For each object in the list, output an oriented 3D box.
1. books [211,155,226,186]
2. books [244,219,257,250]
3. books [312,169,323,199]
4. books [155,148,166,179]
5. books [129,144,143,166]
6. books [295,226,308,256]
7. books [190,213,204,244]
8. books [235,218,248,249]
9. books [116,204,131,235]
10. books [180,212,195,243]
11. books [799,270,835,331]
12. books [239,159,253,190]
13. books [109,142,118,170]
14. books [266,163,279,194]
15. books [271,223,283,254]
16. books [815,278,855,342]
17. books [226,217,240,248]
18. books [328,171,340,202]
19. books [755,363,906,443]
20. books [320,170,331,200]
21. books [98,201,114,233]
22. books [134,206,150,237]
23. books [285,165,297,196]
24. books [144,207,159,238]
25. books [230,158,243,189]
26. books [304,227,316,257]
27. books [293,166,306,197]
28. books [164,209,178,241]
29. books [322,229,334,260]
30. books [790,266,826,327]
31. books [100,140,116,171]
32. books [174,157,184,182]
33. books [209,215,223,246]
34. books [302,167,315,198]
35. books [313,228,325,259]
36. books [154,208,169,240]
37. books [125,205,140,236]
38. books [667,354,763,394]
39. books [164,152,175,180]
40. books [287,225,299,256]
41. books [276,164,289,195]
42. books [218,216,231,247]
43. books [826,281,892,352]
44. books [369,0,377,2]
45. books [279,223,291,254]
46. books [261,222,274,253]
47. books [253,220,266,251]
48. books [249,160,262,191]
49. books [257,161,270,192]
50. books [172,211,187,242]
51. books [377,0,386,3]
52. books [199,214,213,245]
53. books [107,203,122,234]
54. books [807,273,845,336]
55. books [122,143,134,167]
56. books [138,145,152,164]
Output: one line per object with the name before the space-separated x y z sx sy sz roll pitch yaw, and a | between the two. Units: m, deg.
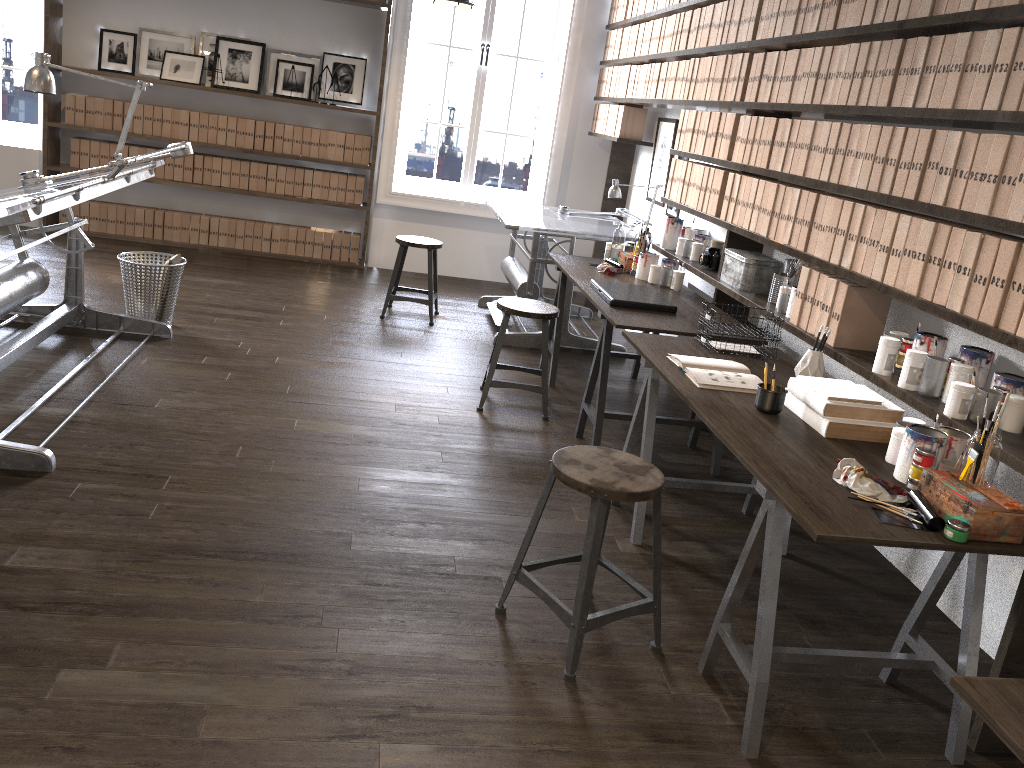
books | -2.337 -1.697 7.051 0.066 0.223 0.177 6 16 -10
books | -2.134 -1.217 7.223 0.066 0.223 0.177 6 16 -10
books | -1.575 -1.622 7.180 0.066 0.223 0.177 6 16 -10
books | -2.757 -1.741 6.987 0.066 0.223 0.177 6 16 -10
books | -2.950 -1.760 6.953 0.066 0.223 0.177 6 16 -10
books | -1.732 -1.177 7.288 0.066 0.223 0.177 6 16 -10
books | -2.544 -1.256 7.148 0.066 0.223 0.177 6 16 -10
books | -2.201 -1.222 7.205 0.067 0.223 0.177 6 16 -10
books | -3.097 -1.313 7.063 0.066 0.223 0.177 6 16 -10
books | -2.615 -1.263 7.136 0.067 0.223 0.177 6 16 -10
books | 1.193 -0.304 3.322 0.174 0.223 0.067 6 15 -9
books | -2.130 -1.678 7.090 0.066 0.223 0.177 6 16 -10
books | -3.090 -1.774 6.931 0.066 0.223 0.177 6 16 -10
books | -1.923 -1.656 7.119 0.066 0.223 0.177 6 16 -10
books | -1.925 -1.195 7.254 0.066 0.223 0.177 6 16 -10
books | 1.207 -0.259 3.186 0.174 0.223 0.067 6 15 -10
books | -2.267 -1.230 7.199 0.066 0.223 0.177 6 16 -10
books | -1.447 -1.609 7.198 0.067 0.223 0.177 6 16 -10
books | 0.938 0.047 2.668 0.385 0.146 0.298 6 17 -9
books | -1.513 -1.617 7.192 0.066 0.223 0.177 6 16 -10
books | -3.228 -1.326 7.040 0.066 0.223 0.177 6 16 -10
books | -2.957 -1.298 7.082 0.066 0.223 0.177 6 16 -10
books | -1.784 -1.645 7.149 0.066 0.223 0.177 6 16 -10
books | -2.888 -1.292 7.098 0.066 0.223 0.177 6 16 -10
books | -2.198 -1.686 7.081 0.066 0.223 0.177 6 16 -10
books | -1.662 -1.170 7.300 0.066 0.223 0.177 6 16 -10
books | -1.715 -1.637 7.159 0.066 0.223 0.177 6 16 -10
books | -2.742 -1.278 7.122 0.066 0.223 0.177 6 16 -10
books | -1.523 -1.156 7.324 0.066 0.223 0.177 6 16 -10
books | 1.179 -0.326 3.385 0.174 0.223 0.068 6 15 -10
books | -3.159 -1.782 6.922 0.066 0.223 0.177 6 16 -10
books | -2.618 -1.726 7.006 0.066 0.223 0.177 6 16 -10
books | -2.400 -1.242 7.173 0.067 0.223 0.177 6 16 -10
books | -1.646 -1.629 7.167 0.067 0.223 0.177 6 16 -10
books | -1.592 -1.162 7.308 0.066 0.223 0.177 6 16 -10
books | -2.814 -1.283 7.105 0.067 0.223 0.177 6 16 -10
books | -3.027 -1.306 7.074 0.066 0.223 0.177 6 16 -10
books | 0.704 -0.044 3.032 0.256 0.029 0.359 6 17 -9
books | -2.688 -1.734 6.999 0.066 0.223 0.177 6 16 -10
books | -1.797 -1.181 7.272 0.067 0.223 0.177 6 16 -10
books | -1.852 -1.650 7.134 0.066 0.223 0.177 6 16 -10
books | -2.329 -1.235 7.187 0.066 0.223 0.177 6 16 -10
books | 1.221 -0.236 3.119 0.174 0.223 0.067 6 15 -10
books | -1.070 -3.059 6.842 0.066 0.223 0.177 6 16 -10
books | -1.863 -1.190 7.265 0.066 0.223 0.177 6 16 -10
books | -1.995 -1.202 7.240 0.067 0.223 0.177 6 16 -10
books | -2.065 -1.210 7.233 0.066 0.223 0.177 6 16 -10
books | -2.056 -1.671 7.102 0.066 0.223 0.177 6 16 -10
books | -1.993 -1.663 7.108 0.067 0.223 0.177 6 16 -10
books | -2.677 -1.271 7.130 0.066 0.223 0.177 6 16 -10
books | -1.001 -3.053 6.855 0.066 0.223 0.177 6 16 -10
books | -2.473 -1.250 7.163 0.066 0.223 0.177 6 16 -10
books | -3.162 -1.318 7.046 0.067 0.223 0.177 6 16 -10
books | 1.202 -0.281 3.254 0.174 0.223 0.067 6 15 -9
books | -3.021 -1.766 6.939 0.067 0.223 0.177 6 16 -10
books | -2.889 -1.754 6.964 0.066 0.223 0.177 6 16 -10
